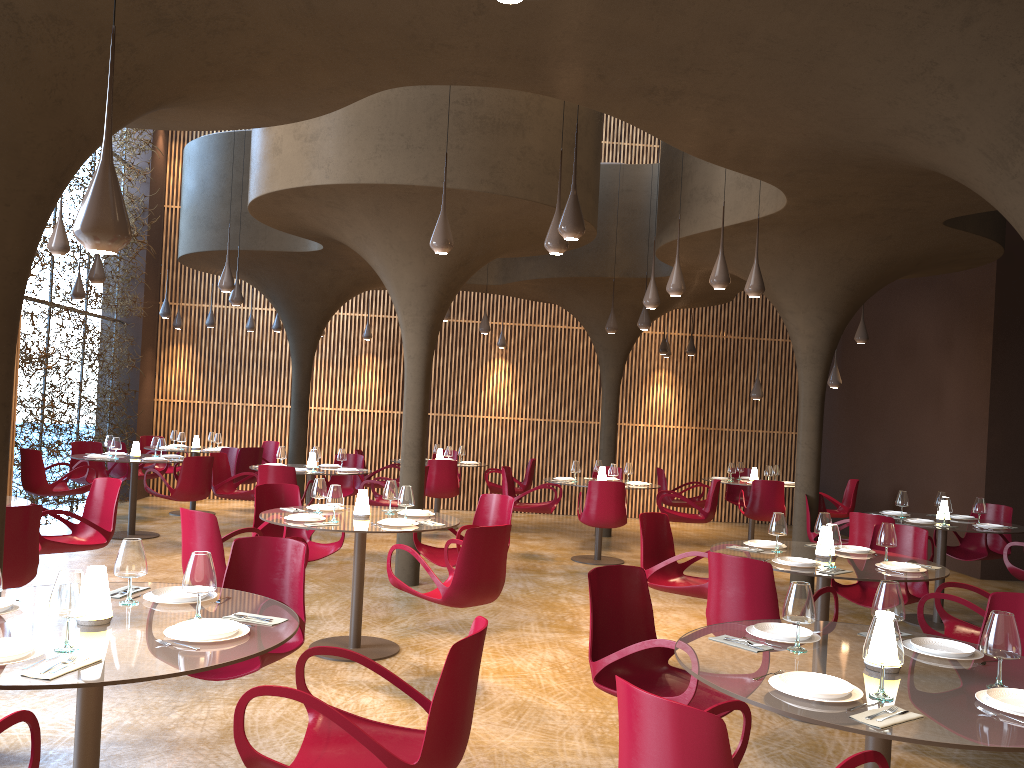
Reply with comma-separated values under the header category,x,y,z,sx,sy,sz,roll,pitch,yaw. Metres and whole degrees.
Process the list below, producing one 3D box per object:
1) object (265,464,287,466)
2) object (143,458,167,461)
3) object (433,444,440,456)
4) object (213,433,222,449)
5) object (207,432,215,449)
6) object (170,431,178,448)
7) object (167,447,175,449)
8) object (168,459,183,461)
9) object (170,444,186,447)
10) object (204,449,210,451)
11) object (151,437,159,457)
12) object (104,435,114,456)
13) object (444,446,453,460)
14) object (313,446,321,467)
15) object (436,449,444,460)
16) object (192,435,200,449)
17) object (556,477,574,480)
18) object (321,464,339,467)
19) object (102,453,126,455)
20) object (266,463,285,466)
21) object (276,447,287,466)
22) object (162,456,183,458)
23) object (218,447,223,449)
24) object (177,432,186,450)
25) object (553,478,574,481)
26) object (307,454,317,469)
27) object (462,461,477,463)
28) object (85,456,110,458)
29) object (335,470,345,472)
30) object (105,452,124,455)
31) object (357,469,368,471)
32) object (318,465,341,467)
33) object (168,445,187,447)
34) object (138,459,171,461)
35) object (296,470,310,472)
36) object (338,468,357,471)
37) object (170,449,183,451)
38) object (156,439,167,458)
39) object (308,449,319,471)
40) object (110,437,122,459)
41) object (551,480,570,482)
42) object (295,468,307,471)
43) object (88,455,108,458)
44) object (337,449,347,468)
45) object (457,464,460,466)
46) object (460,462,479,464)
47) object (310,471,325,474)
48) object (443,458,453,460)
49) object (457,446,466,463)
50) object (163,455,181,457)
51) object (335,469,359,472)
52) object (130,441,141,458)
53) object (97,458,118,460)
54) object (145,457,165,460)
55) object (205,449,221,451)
category,x,y,z,sx,sy,sz,roll,pitch,yaw
object,-3.330,1.149,12.449,0.331,0.014,0.332,2,-2,22
object,-5.006,1.060,12.421,0.332,0.014,0.332,3,-2,5
object,-1.331,1.210,15.665,0.142,0.295,0.142,3,0,-4
object,-5.081,1.000,15.310,0.142,0.295,0.142,3,-1,-45
object,-5.326,0.999,15.716,0.142,0.295,0.142,3,0,13
object,-5.894,0.962,15.470,0.142,0.295,0.142,3,0,-3
object,-5.826,1.078,14.964,0.263,0.029,0.263,4,-2,-17
object,-4.776,1.085,12.616,0.126,0.017,0.262,5,-2,-44
object,-5.922,1.094,15.702,0.263,0.029,0.263,2,-2,39
object,-5.084,1.131,15.077,0.331,0.014,0.332,3,-2,14
object,-5.249,0.928,13.061,0.142,0.295,0.142,3,0,36
object,-5.817,0.891,12.815,0.142,0.295,0.142,3,0,8
object,-1.066,1.203,14.941,0.142,0.295,0.142,3,0,-11
object,-2.819,1.048,12.757,0.142,0.295,0.142,3,0,-17
object,-1.247,1.235,15.319,0.142,0.232,0.144,3,-1,-19
object,-5.484,1.012,15.396,0.144,0.232,0.142,3,-1,-29
object,0.762,1.366,12.778,0.263,0.029,0.263,3,-2,3
object,-2.650,1.189,12.909,0.263,0.029,0.263,3,-2,-3
object,-5.845,1.033,13.047,0.332,0.014,0.332,3,-2,-12
object,-3.329,1.140,12.449,0.263,0.029,0.263,3,-2,-3
object,-3.189,1.014,12.259,0.142,0.295,0.142,3,0,34
object,-5.027,1.078,13.104,0.332,0.014,0.332,3,-2,-11
object,-5.104,1.139,15.760,0.263,0.029,0.263,3,-2,-2
object,-5.588,0.964,14.991,0.142,0.295,0.142,3,0,-5
object,0.761,1.376,12.778,0.331,0.014,0.332,2,-2,22
object,-2.796,1.070,12.401,0.144,0.232,0.142,3,-1,41
object,-0.736,1.359,15.335,0.263,0.029,0.263,4,-2,-26
object,-5.749,1.017,12.309,0.332,0.014,0.332,4,-2,-23
object,-2.292,1.202,12.323,0.204,0.012,0.411,3,-2,12
object,-5.844,1.023,13.047,0.263,0.029,0.263,2,-2,33
object,-2.189,1.222,12.612,0.262,0.017,0.126,3,-2,16
object,-2.650,1.198,12.909,0.332,0.014,0.332,4,-2,-22
object,-5.922,1.104,15.702,0.332,0.014,0.332,3,-2,-12
object,-5.009,1.061,12.417,0.204,0.012,0.411,2,-2,42
object,-2.878,1.157,11.858,0.332,0.014,0.332,3,-2,-11
object,-2.291,1.191,12.328,0.263,0.029,0.263,2,-2,20
object,-5.611,1.101,14.753,0.126,0.017,0.262,2,-2,41
object,-5.004,0.929,12.654,0.142,0.295,0.142,3,0,12
object,-2.684,1.034,11.998,0.142,0.295,0.142,3,0,-13
object,-5.511,0.893,12.336,0.142,0.295,0.142,3,0,-5
object,0.678,1.371,12.487,0.262,0.017,0.126,3,-2,12
object,-2.878,1.147,11.858,0.263,0.029,0.263,3,-2,5
object,-5.748,1.007,12.309,0.263,0.029,0.263,4,-2,-33
object,-2.405,1.064,12.527,0.142,0.295,0.142,3,0,-30
object,-0.933,1.349,14.748,0.126,0.017,0.262,3,-2,1
object,-0.737,1.369,15.335,0.331,0.014,0.332,2,-2,19
object,-2.586,1.177,11.783,0.126,0.017,0.262,3,-2,11
object,-1.191,1.350,15.845,0.263,0.029,0.263,3,-2,7
object,-0.883,1.229,15.511,0.142,0.295,0.142,3,0,39
object,-5.027,1.068,13.104,0.263,0.029,0.263,3,-2,-11
object,-2.291,1.201,12.328,0.331,0.014,0.332,2,-2,26
object,-5.407,0.941,12.740,0.142,0.232,0.144,3,-1,-39
object,-5.534,1.030,12.097,0.126,0.017,0.262,2,-2,41
object,-5.006,1.050,12.421,0.263,0.029,0.263,5,-2,-43
object,-5.083,1.121,15.077,0.263,0.029,0.263,3,-2,-11
